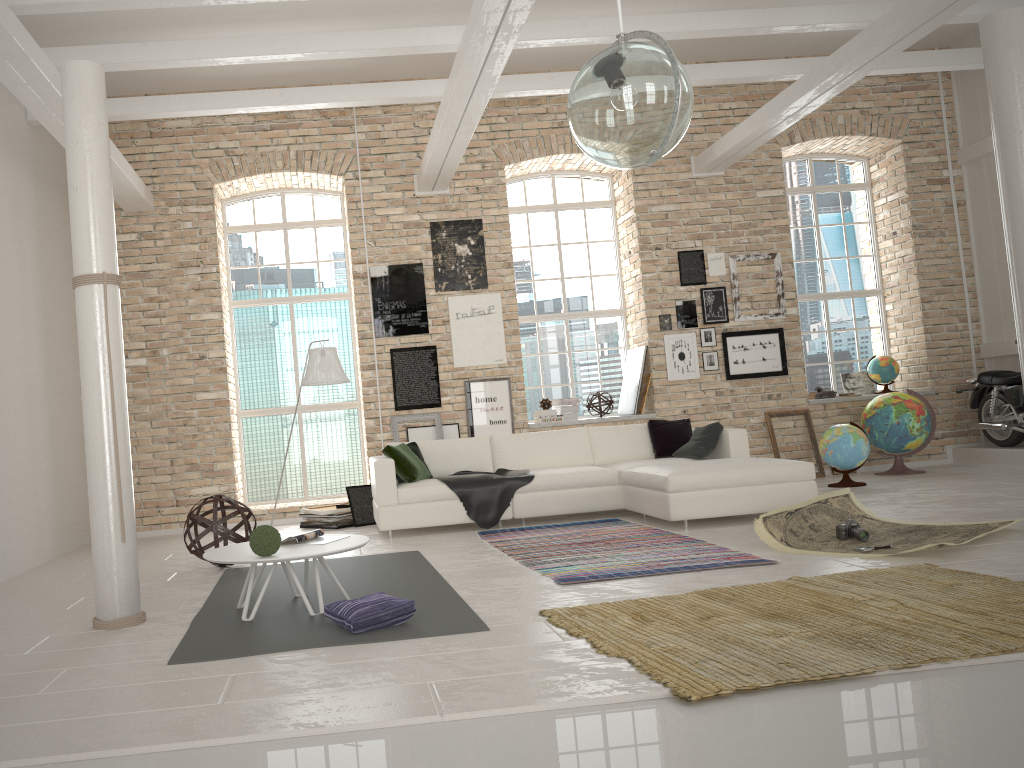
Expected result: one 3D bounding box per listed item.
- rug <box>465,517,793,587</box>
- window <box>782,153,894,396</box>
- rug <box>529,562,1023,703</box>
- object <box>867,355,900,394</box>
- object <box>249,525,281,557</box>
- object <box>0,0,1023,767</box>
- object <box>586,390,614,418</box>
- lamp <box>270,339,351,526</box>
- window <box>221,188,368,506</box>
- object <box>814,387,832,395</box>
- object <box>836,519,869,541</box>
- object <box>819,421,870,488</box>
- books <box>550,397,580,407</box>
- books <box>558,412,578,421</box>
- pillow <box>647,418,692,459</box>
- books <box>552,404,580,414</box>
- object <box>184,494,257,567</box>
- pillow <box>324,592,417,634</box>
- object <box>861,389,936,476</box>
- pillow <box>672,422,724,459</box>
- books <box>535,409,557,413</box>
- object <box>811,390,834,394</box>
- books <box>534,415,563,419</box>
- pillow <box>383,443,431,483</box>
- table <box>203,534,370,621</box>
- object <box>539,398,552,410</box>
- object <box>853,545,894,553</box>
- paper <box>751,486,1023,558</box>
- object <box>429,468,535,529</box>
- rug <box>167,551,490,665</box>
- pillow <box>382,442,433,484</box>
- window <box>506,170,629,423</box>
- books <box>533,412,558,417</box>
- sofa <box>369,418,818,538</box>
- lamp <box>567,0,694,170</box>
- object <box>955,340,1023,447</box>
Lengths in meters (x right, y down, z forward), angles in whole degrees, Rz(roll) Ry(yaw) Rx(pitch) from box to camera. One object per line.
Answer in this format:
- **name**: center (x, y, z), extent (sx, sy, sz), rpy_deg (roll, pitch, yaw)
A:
- **rug**: center (0.591, 1.130, 6.231), extent (1.383, 0.008, 2.729), rpy_deg (-4, -2, -11)
- **window**: center (4.879, -1.615, 5.181), extent (1.405, 2.990, 11.611), rpy_deg (-5, -2, -11)
- **rug**: center (1.353, 0.969, 3.761), extent (2.146, 0.021, 1.575), rpy_deg (-4, -2, -13)
- **object**: center (4.324, -0.113, 10.365), extent (0.329, 0.465, 0.330), rpy_deg (-5, -3, -2)
- **object**: center (-1.262, 0.802, 4.560), extent (0.151, 0.164, 0.173), rpy_deg (-3, -3, -32)
- **object**: center (1.303, -1.365, 4.973), extent (10.005, 4.802, 12.018), rpy_deg (-5, -2, -8)
- **object**: center (0.984, 0.225, 9.985), extent (0.296, 0.308, 0.317), rpy_deg (-4, -3, -17)
- **lamp**: center (-1.879, 0.512, 8.080), extent (1.060, 1.777, 0.425), rpy_deg (-7, -3, 27)
- **window**: center (-1.409, -0.766, 4.741), extent (1.405, 3.657, 11.611), rpy_deg (-5, -2, -11)
- **object**: center (3.590, 0.072, 10.279), extent (0.100, 0.090, 0.448), rpy_deg (-7, -3, 33)
- **object**: center (2.126, 0.911, 5.549), extent (0.147, 0.124, 0.171), rpy_deg (-5, -2, -8)
- **object**: center (3.243, 0.688, 8.688), extent (0.476, 0.632, 0.419), rpy_deg (-7, -3, 33)
- **books**: center (0.601, 0.207, 10.250), extent (0.289, 0.085, 0.241), rpy_deg (-4, -2, -27)
- **books**: center (0.624, 0.373, 10.248), extent (0.237, 0.088, 0.318), rpy_deg (-5, -2, -4)
- **pillow**: center (1.517, 0.516, 8.428), extent (0.423, 0.390, 0.244), rpy_deg (-5, -3, -5)
- **books**: center (0.617, 0.291, 10.253), extent (0.232, 0.088, 0.325), rpy_deg (-4, -2, -14)
- **object**: center (-2.194, 1.105, 6.715), extent (0.506, 0.543, 0.576), rpy_deg (-3, -3, -32)
- **pillow**: center (-0.689, 1.111, 4.308), extent (0.333, 0.164, 0.375), rpy_deg (-3, -3, -32)
- **object**: center (4.086, 0.521, 9.465), extent (0.616, 0.925, 0.694), rpy_deg (-3, -3, -32)
- **pillow**: center (1.670, 0.506, 8.018), extent (0.329, 0.305, 0.431), rpy_deg (-4, -2, -19)
- **books**: center (0.374, 0.303, 9.945), extent (0.177, 0.030, 0.182), rpy_deg (-4, -2, -19)
- **object**: center (3.560, 0.092, 10.258), extent (0.211, 0.021, 0.161), rpy_deg (-5, -2, -7)
- **books**: center (0.407, 0.366, 9.931), extent (0.266, 0.024, 0.223), rpy_deg (-4, -2, -10)
- **pillow**: center (-0.937, 0.697, 7.929), extent (0.318, 0.344, 0.399), rpy_deg (-6, -3, 16)
- **table**: center (-1.220, 1.060, 4.888), extent (0.929, 0.342, 0.892), rpy_deg (-5, -2, 7)
- **object**: center (0.379, 0.225, 10.000), extent (0.149, 0.137, 0.136), rpy_deg (-6, -3, 20)
- **object**: center (2.102, 0.948, 5.147), extent (0.223, 0.019, 0.099), rpy_deg (-4, -2, -9)
- **paper**: center (2.338, 0.821, 5.478), extent (1.368, 0.265, 1.133), rpy_deg (-3, -3, -43)
- **object**: center (-0.269, 1.013, 7.935), extent (0.881, 0.464, 0.789), rpy_deg (-5, -2, -9)
- **rug**: center (-1.103, 1.235, 5.270), extent (1.412, 0.042, 2.764), rpy_deg (-4, -2, -11)
- **pillow**: center (-0.962, 0.724, 8.210), extent (0.335, 0.365, 0.384), rpy_deg (-7, -3, 38)
- **window**: center (1.735, -1.357, 4.971), extent (1.405, 2.990, 11.611), rpy_deg (-5, -2, -11)
- **books**: center (0.370, 0.338, 9.943), extent (0.195, 0.041, 0.202), rpy_deg (-4, -2, -22)
- **sofa**: center (0.468, 0.811, 7.639), extent (3.244, 0.842, 2.196), rpy_deg (-5, -2, -6)
- **lamp**: center (0.432, -1.659, 3.680), extent (0.512, 1.600, 0.492), rpy_deg (-6, -3, 7)
- **object**: center (5.282, -0.007, 8.878), extent (0.792, 1.329, 2.225), rpy_deg (-4, -2, -15)
